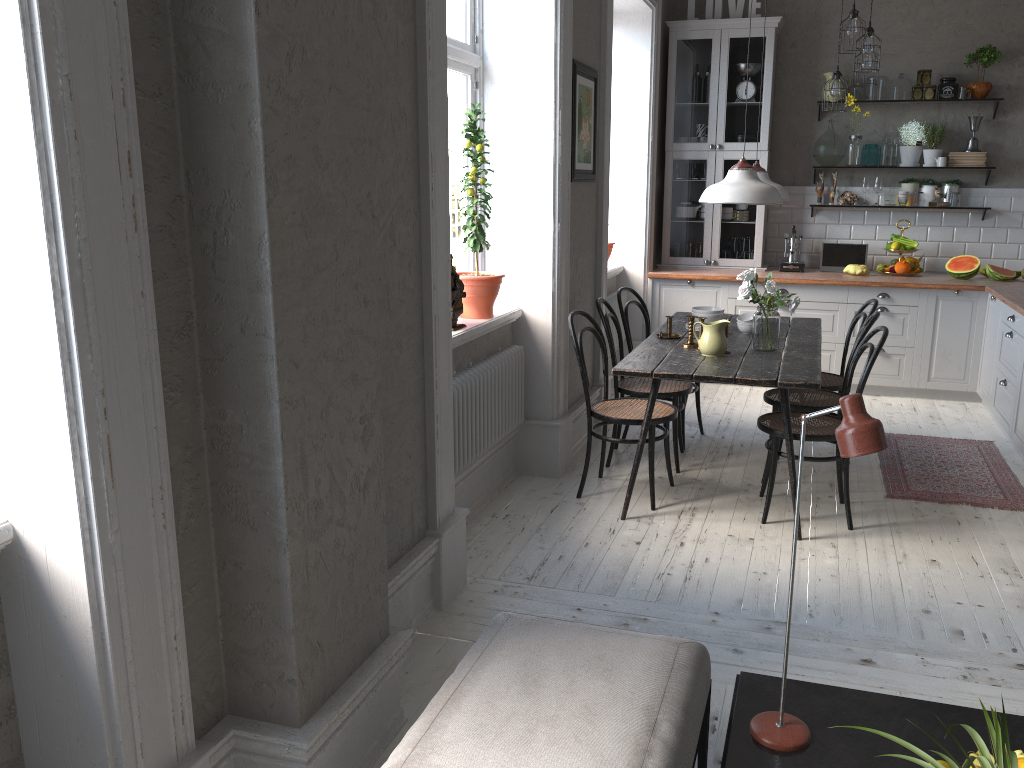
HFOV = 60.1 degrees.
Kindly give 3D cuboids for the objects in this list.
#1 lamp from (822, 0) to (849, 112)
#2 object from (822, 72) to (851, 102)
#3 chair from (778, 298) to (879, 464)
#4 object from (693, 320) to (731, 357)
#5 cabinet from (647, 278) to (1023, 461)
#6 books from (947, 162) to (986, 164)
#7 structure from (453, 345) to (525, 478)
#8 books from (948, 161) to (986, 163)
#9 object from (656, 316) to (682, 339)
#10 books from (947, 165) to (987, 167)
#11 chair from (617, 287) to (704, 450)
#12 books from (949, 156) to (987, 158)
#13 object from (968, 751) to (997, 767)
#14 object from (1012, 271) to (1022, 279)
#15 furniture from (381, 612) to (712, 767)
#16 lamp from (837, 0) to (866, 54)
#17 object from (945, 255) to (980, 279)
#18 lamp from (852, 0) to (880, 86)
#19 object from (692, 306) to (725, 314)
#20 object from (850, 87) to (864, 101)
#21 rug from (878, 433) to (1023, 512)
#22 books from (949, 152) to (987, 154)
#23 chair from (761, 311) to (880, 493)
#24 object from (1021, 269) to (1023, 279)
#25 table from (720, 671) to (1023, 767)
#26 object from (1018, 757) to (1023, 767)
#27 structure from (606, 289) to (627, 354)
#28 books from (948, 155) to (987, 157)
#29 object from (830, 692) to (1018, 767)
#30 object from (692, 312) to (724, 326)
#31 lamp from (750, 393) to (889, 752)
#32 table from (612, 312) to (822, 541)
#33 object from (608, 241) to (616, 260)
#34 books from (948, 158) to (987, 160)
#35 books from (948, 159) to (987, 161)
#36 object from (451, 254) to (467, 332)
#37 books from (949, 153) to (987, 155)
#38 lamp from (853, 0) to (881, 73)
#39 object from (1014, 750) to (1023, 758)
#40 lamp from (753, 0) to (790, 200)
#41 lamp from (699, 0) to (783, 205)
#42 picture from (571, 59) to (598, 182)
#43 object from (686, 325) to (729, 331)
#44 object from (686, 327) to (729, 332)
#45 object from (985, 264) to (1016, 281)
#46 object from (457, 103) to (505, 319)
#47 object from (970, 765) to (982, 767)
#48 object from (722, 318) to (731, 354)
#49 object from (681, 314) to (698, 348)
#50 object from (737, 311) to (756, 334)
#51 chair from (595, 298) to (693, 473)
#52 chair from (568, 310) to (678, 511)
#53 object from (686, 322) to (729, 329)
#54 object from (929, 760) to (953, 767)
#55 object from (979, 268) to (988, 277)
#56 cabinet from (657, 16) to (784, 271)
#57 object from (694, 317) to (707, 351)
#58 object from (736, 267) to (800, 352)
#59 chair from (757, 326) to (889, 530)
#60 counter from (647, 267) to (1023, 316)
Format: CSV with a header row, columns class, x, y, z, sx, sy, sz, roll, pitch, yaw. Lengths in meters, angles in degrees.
class,x,y,z,sx,sy,sz,roll,pitch,yaw
lamp,2.089,-2.612,5.548,0.148,1.735,0.145,-4,13,-15
object,2.503,-2.291,6.850,0.187,0.216,0.176,8,15,31
chair,1.777,-0.039,5.098,0.543,0.920,0.442,4,13,15
object,0.967,-0.224,4.277,0.152,0.170,0.134,-5,14,-20
cabinet,2.755,-0.153,5.752,2.021,0.854,4.126,-6,14,-25
books,3.469,-1.683,6.755,0.256,0.016,0.160,8,15,29
structure,-0.171,0.127,4.036,0.147,0.428,1.236,4,13,16
books,3.469,-1.694,6.753,0.257,0.016,0.160,7,14,26
object,0.846,-0.307,4.762,0.139,0.112,0.139,0,13,0
books,3.469,-1.662,6.760,0.257,0.011,0.160,5,14,20
chair,0.909,-0.115,5.394,0.539,0.920,0.446,8,15,29
books,3.469,-1.725,6.745,0.257,0.011,0.160,6,14,23
object,1.028,0.833,1.931,0.064,0.039,0.067,6,14,23
object,3.725,-0.816,6.607,0.203,0.073,0.118,-4,14,-19
furniture,0.096,0.891,1.960,0.576,0.476,0.837,4,14,18
lamp,2.100,-2.904,5.305,0.146,1.735,0.147,1,13,5
object,3.347,-0.864,6.579,0.231,0.174,0.222,11,17,38
lamp,2.253,-2.753,5.460,0.146,1.735,0.147,1,13,5
object,1.086,-0.372,4.919,0.178,0.094,0.180,2,13,9
object,2.673,-2.240,6.871,0.102,0.111,0.104,4,14,17
rug,2.430,0.461,4.955,0.727,0.014,1.304,5,14,18
books,3.469,-1.757,6.738,0.257,0.011,0.160,6,14,23
chair,1.602,0.063,4.651,0.540,0.920,0.445,6,14,25
object,3.838,-0.818,6.517,0.206,0.119,0.130,-4,14,-19
table,0.784,1.070,1.650,0.839,0.303,1.325,5,14,18
object,1.096,0.831,1.892,0.060,0.062,0.064,0,13,-1
structure,0.657,-0.412,6.403,0.147,0.428,1.236,4,13,16
books,3.469,-1.736,6.743,0.256,0.016,0.160,8,15,29
object,0.880,0.741,1.512,0.717,0.420,0.676,10,16,35
object,1.087,-0.353,4.923,0.178,0.094,0.180,2,13,9
lamp,0.658,0.420,1.932,0.141,0.839,0.246,-10,16,-36
table,1.183,0.118,4.811,0.894,0.735,1.942,5,14,18
object,0.633,-1.248,6.486,0.265,0.813,0.254,-13,18,-43
books,3.469,-1.715,6.748,0.257,0.011,0.160,5,14,20
books,3.469,-1.704,6.750,0.257,0.011,0.160,6,14,23
object,-0.294,-0.399,3.850,0.118,0.329,0.240,5,14,19
books,3.469,-1.746,6.740,0.257,0.016,0.160,7,14,26
lamp,2.139,-2.736,5.159,0.149,1.735,0.144,-6,14,-25
object,1.127,0.829,1.957,0.047,0.036,0.062,7,15,28
lamp,1.336,-1.918,4.674,0.373,1.858,0.385,6,14,25
lamp,1.043,-1.728,3.839,0.387,1.858,0.372,-9,16,-34
picture,0.400,-1.426,4.865,0.019,0.619,0.527,4,14,18
object,1.087,-0.310,4.933,0.240,0.027,0.235,-3,13,-14
object,1.087,-0.301,4.935,0.233,0.027,0.242,10,16,35
object,3.575,-0.812,6.465,0.224,0.127,0.148,0,13,0
object,-0.168,-0.804,4.143,0.275,0.991,0.265,-8,15,-32
object,0.979,0.837,1.871,0.057,0.058,0.058,0,13,0
object,1.046,-0.236,4.340,0.058,0.167,0.060,8,15,30
object,0.907,-0.274,4.491,0.096,0.172,0.096,0,13,-1
object,1.306,-0.339,4.904,0.122,0.119,0.130,9,15,33
chair,0.733,-0.013,4.944,0.543,0.920,0.442,4,13,15
chair,0.555,0.106,4.424,0.540,0.920,0.445,6,14,25
object,1.087,-0.318,4.931,0.232,0.027,0.242,11,17,39
object,0.910,0.833,1.890,0.069,0.055,0.059,-3,13,-15
object,3.644,-0.842,6.731,0.196,0.067,0.104,6,14,23
cabinet,1.663,-1.876,7.116,0.869,1.921,0.392,4,14,17
object,0.941,-0.255,4.407,0.061,0.172,0.063,10,17,38
object,1.260,-0.369,4.373,0.308,0.414,0.254,4,13,16
chair,1.431,0.176,4.151,0.543,0.920,0.442,4,13,15
counter,2.279,-0.554,5.647,3.124,0.039,3.430,5,14,17
